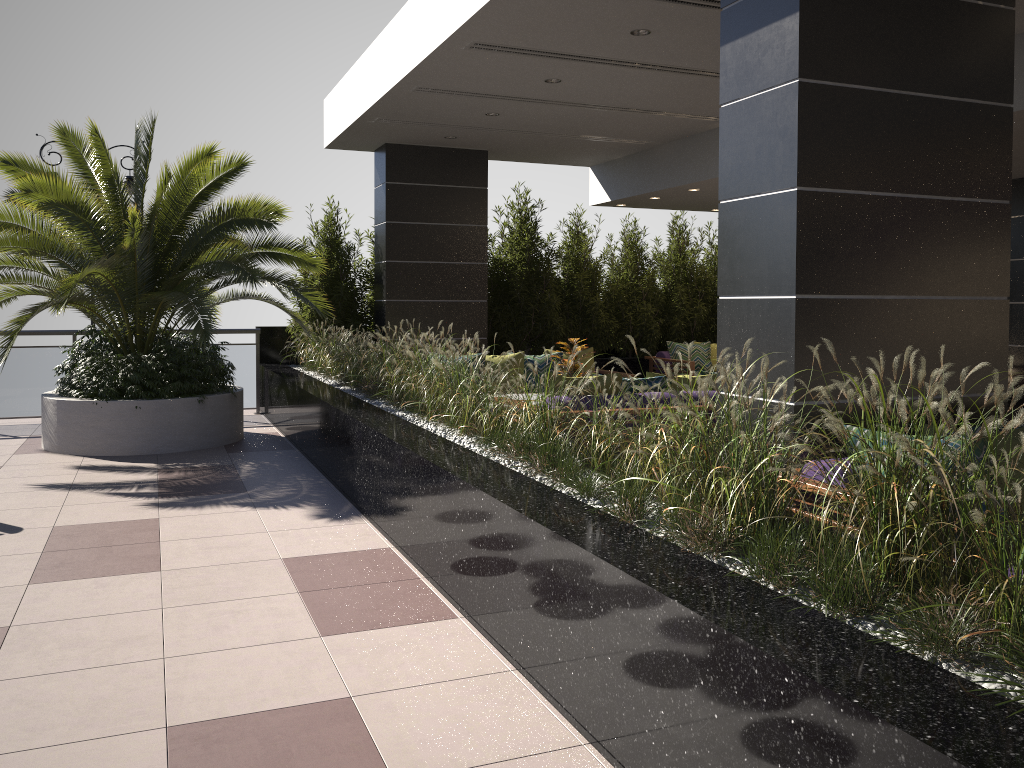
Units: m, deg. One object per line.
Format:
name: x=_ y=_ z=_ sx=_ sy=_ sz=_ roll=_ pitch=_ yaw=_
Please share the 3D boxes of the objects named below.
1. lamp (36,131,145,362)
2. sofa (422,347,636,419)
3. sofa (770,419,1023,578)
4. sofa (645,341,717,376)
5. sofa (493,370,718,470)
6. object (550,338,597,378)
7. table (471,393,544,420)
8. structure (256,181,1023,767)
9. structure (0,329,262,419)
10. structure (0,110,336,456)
lamp: x=-4.788 y=-1.217 z=10.108 sx=1.122 sy=3.321 sz=0.264 roll=-1 pitch=2 yaw=-22
sofa: x=0.071 y=0.107 z=9.019 sx=2.126 sy=0.918 sz=1.122 roll=-2 pitch=4 yaw=-22
sofa: x=2.258 y=0.600 z=3.647 sx=2.126 sy=0.918 sz=1.122 roll=-2 pitch=4 yaw=-22
sofa: x=2.997 y=-0.143 z=11.923 sx=2.126 sy=0.918 sz=1.122 roll=-2 pitch=4 yaw=-22
sofa: x=1.039 y=0.325 z=6.641 sx=2.126 sy=0.918 sz=1.122 roll=-2 pitch=4 yaw=-22
object: x=0.539 y=-0.142 z=7.841 sx=0.430 sy=0.525 sz=0.426 roll=0 pitch=3 yaw=-5
table: x=0.539 y=0.396 z=7.856 sx=2.037 sy=0.552 sz=0.944 roll=-2 pitch=5 yaw=-22
structure: x=4.889 y=-0.320 z=1.710 sx=7.819 sy=3.115 sz=24.791 roll=-2 pitch=5 yaw=-22
structure: x=-5.581 y=0.767 z=0.639 sx=12.921 sy=1.056 sz=17.547 roll=-2 pitch=6 yaw=-22
structure: x=-3.729 y=-1.078 z=8.795 sx=3.752 sy=3.296 sz=3.810 roll=2 pitch=4 yaw=21
